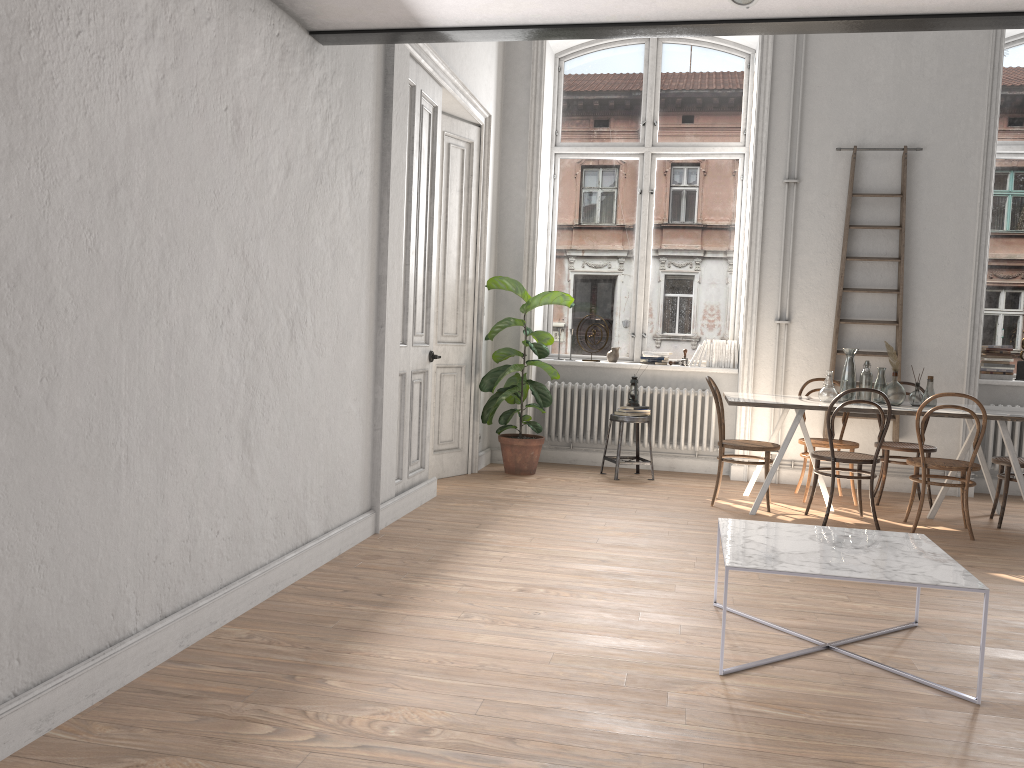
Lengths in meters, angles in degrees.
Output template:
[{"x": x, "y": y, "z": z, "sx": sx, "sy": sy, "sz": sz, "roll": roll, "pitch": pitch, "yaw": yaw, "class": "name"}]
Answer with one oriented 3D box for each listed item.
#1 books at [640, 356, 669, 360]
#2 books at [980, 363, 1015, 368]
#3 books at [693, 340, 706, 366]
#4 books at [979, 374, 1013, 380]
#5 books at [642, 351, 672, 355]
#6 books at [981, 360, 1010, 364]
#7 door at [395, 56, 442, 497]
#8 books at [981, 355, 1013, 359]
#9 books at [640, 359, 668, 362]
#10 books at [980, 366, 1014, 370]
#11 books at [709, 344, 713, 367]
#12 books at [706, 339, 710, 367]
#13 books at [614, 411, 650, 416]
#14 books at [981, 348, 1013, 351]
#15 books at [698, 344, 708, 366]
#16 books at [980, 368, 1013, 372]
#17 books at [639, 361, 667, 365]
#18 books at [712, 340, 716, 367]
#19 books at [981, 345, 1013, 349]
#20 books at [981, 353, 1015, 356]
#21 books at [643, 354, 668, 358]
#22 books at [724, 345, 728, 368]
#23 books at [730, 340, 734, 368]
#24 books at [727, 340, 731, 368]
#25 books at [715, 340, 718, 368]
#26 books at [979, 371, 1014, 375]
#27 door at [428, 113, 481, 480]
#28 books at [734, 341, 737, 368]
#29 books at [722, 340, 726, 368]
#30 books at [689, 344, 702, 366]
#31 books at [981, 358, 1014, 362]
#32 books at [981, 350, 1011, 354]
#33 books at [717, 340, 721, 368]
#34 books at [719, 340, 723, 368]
[{"x": 1.282, "y": -0.232, "z": 7.969, "sx": 0.221, "sy": 0.023, "sz": 0.147, "roll": 4, "pitch": 4, "yaw": 27, "class": "books"}, {"x": 4.038, "y": -0.157, "z": 7.424, "sx": 0.245, "sy": 0.028, "sz": 0.193, "roll": 3, "pitch": 3, "yaw": 6, "class": "books"}, {"x": 1.674, "y": -0.275, "z": 7.903, "sx": 0.100, "sy": 0.235, "sz": 0.174, "roll": 3, "pitch": 4, "yaw": 11, "class": "books"}, {"x": 4.020, "y": -0.061, "z": 7.417, "sx": 0.248, "sy": 0.043, "sz": 0.192, "roll": 3, "pitch": 3, "yaw": 11, "class": "books"}, {"x": 1.307, "y": -0.277, "z": 7.970, "sx": 0.243, "sy": 0.019, "sz": 0.174, "roll": 4, "pitch": 4, "yaw": 21, "class": "books"}, {"x": 4.043, "y": -0.181, "z": 7.417, "sx": 0.205, "sy": 0.022, "sz": 0.155, "roll": 4, "pitch": 4, "yaw": 25, "class": "books"}, {"x": -0.671, "y": -0.590, "z": 5.611, "sx": 0.216, "sy": 2.816, "sz": 1.096, "roll": 3, "pitch": 4, "yaw": 13, "class": "door"}, {"x": 4.045, "y": -0.227, "z": 7.414, "sx": 0.205, "sy": 0.022, "sz": 0.155, "roll": 3, "pitch": 3, "yaw": 6, "class": "books"}, {"x": 1.279, "y": -0.210, "z": 7.972, "sx": 0.205, "sy": 0.022, "sz": 0.155, "roll": 4, "pitch": 4, "yaw": 31, "class": "books"}, {"x": 4.038, "y": -0.136, "z": 7.424, "sx": 0.255, "sy": 0.014, "sz": 0.192, "roll": 3, "pitch": 3, "yaw": 14, "class": "books"}, {"x": 1.771, "y": -0.254, "z": 7.886, "sx": 0.020, "sy": 0.205, "sz": 0.155, "roll": 3, "pitch": 4, "yaw": 11, "class": "books"}, {"x": 1.750, "y": -0.275, "z": 7.910, "sx": 0.024, "sy": 0.243, "sz": 0.175, "roll": 3, "pitch": 4, "yaw": 11, "class": "books"}, {"x": 1.018, "y": 0.248, "z": 7.489, "sx": 0.246, "sy": 0.034, "sz": 0.194, "roll": 0, "pitch": 4, "yaw": -38, "class": "books"}, {"x": 4.048, "y": -0.290, "z": 7.410, "sx": 0.205, "sy": 0.020, "sz": 0.155, "roll": 3, "pitch": 3, "yaw": 11, "class": "books"}, {"x": 1.699, "y": -0.257, "z": 7.900, "sx": 0.072, "sy": 0.203, "sz": 0.155, "roll": 3, "pitch": 4, "yaw": 11, "class": "books"}, {"x": 4.024, "y": -0.117, "z": 7.412, "sx": 0.249, "sy": 0.023, "sz": 0.175, "roll": 3, "pitch": 3, "yaw": 12, "class": "books"}, {"x": 1.273, "y": -0.188, "z": 7.979, "sx": 0.147, "sy": 0.023, "sz": 0.221, "roll": 1, "pitch": 4, "yaw": -30, "class": "books"}, {"x": 1.791, "y": -0.271, "z": 7.870, "sx": 0.024, "sy": 0.243, "sz": 0.175, "roll": 3, "pitch": 4, "yaw": 11, "class": "books"}, {"x": 4.045, "y": -0.312, "z": 7.419, "sx": 0.201, "sy": 0.024, "sz": 0.159, "roll": 2, "pitch": 3, "yaw": 1, "class": "books"}, {"x": 4.041, "y": -0.247, "z": 7.414, "sx": 0.243, "sy": 0.019, "sz": 0.174, "roll": 3, "pitch": 3, "yaw": 11, "class": "books"}, {"x": 1.283, "y": -0.252, "z": 7.956, "sx": 0.205, "sy": 0.020, "sz": 0.155, "roll": 2, "pitch": 3, "yaw": 1, "class": "books"}, {"x": 1.897, "y": -0.247, "z": 7.861, "sx": 0.020, "sy": 0.205, "sz": 0.155, "roll": 3, "pitch": 4, "yaw": 11, "class": "books"}, {"x": 1.945, "y": -0.264, "z": 7.851, "sx": 0.024, "sy": 0.243, "sz": 0.175, "roll": 3, "pitch": 4, "yaw": 11, "class": "books"}, {"x": 1.924, "y": -0.266, "z": 7.875, "sx": 0.024, "sy": 0.243, "sz": 0.175, "roll": 3, "pitch": 4, "yaw": 11, "class": "books"}, {"x": 1.814, "y": -0.271, "z": 7.875, "sx": 0.019, "sy": 0.244, "sz": 0.174, "roll": 3, "pitch": 4, "yaw": 11, "class": "books"}, {"x": 4.023, "y": -0.094, "z": 7.413, "sx": 0.249, "sy": 0.023, "sz": 0.175, "roll": 3, "pitch": 3, "yaw": 7, "class": "books"}, {"x": -0.604, "y": -0.654, "z": 6.781, "sx": 0.216, "sy": 2.816, "sz": 1.096, "roll": 5, "pitch": 5, "yaw": 36, "class": "door"}, {"x": 1.976, "y": -0.262, "z": 7.842, "sx": 0.040, "sy": 0.244, "sz": 0.174, "roll": 3, "pitch": 4, "yaw": 11, "class": "books"}, {"x": 1.876, "y": -0.267, "z": 7.862, "sx": 0.019, "sy": 0.244, "sz": 0.174, "roll": 3, "pitch": 4, "yaw": 11, "class": "books"}, {"x": 1.636, "y": -0.258, "z": 7.916, "sx": 0.105, "sy": 0.194, "sz": 0.155, "roll": 3, "pitch": 4, "yaw": 10, "class": "books"}, {"x": 4.048, "y": -0.205, "z": 7.420, "sx": 0.222, "sy": 0.024, "sz": 0.158, "roll": 3, "pitch": 3, "yaw": 11, "class": "books"}, {"x": 4.033, "y": -0.269, "z": 7.414, "sx": 0.231, "sy": 0.023, "sz": 0.162, "roll": 4, "pitch": 4, "yaw": 27, "class": "books"}, {"x": 1.837, "y": -0.270, "z": 7.888, "sx": 0.019, "sy": 0.244, "sz": 0.174, "roll": 3, "pitch": 4, "yaw": 11, "class": "books"}, {"x": 1.859, "y": -0.269, "z": 7.888, "sx": 0.024, "sy": 0.243, "sz": 0.175, "roll": 3, "pitch": 4, "yaw": 11, "class": "books"}]
